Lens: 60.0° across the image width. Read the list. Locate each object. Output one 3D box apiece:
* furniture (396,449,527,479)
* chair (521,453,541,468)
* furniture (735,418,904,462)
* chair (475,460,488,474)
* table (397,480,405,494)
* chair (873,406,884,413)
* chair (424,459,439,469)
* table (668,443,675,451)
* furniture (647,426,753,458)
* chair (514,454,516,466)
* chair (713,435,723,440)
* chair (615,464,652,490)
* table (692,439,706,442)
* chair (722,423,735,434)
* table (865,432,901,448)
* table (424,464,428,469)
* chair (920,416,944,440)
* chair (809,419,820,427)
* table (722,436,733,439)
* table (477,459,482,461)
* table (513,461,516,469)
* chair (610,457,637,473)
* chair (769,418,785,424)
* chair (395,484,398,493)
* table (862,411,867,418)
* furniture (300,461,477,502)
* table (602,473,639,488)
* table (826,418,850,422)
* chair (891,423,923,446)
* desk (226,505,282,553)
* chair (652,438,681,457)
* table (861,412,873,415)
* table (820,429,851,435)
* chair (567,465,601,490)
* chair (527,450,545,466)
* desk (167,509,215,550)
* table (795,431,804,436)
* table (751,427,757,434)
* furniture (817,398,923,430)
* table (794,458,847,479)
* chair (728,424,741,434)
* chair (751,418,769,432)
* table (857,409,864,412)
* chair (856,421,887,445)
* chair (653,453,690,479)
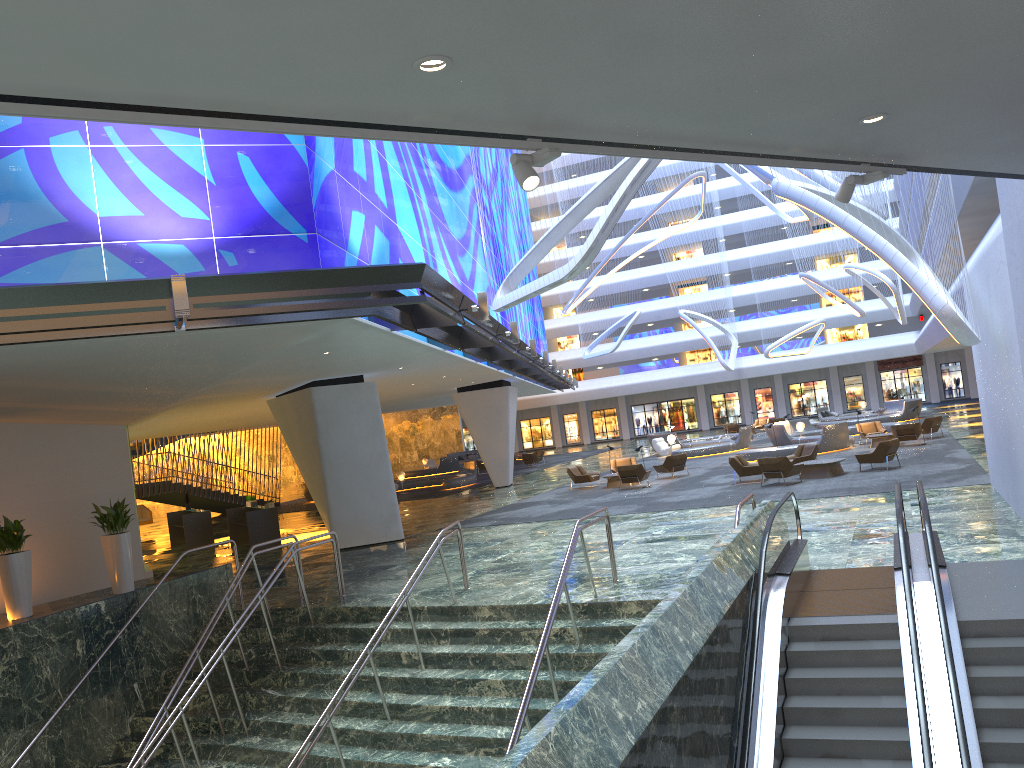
[{"bbox_3d":[-3.409,4.988,57.502,5.199,0.969,9.909,-10,-3,40],"label":"furniture"},{"bbox_3d":[1.010,4.099,47.646,0.931,0.766,0.938,-8,-2,21],"label":"chair"},{"bbox_3d":[11.703,1.983,35.015,5.199,0.969,9.909,-10,-3,40],"label":"furniture"},{"bbox_3d":[-1.500,4.441,47.794,0.938,0.766,0.930,-7,-2,-6],"label":"chair"},{"bbox_3d":[-4.881,4.599,39.616,0.428,0.595,0.417,-8,-1,22],"label":"table"},{"bbox_3d":[20.514,1.548,48.789,0.927,0.766,0.941,-6,-2,-33],"label":"chair"},{"bbox_3d":[-5.218,5.300,57.372,0.728,0.881,1.159,-7,-2,-23],"label":"chair"},{"bbox_3d":[7.343,3.013,40.630,0.418,0.595,0.428,-8,-1,-3],"label":"table"},{"bbox_3d":[8.858,2.688,42.450,5.191,0.969,9.923,-8,-3,15],"label":"furniture"},{"bbox_3d":[-0.234,4.383,50.314,0.929,0.766,0.939,-8,-2,-3],"label":"chair"},{"bbox_3d":[9.895,2.923,44.829,1.783,0.501,0.586,-7,-2,-13],"label":"chair"},{"bbox_3d":[3.731,2.841,27.323,0.931,0.766,0.937,-9,-2,29],"label":"chair"},{"bbox_3d":[9.432,3.022,44.602,0.675,0.406,0.670,-9,-3,43],"label":"table"},{"bbox_3d":[13.122,2.715,52.892,0.928,0.766,0.941,-7,-2,-23],"label":"chair"},{"bbox_3d":[12.963,1.946,30.832,1.205,0.392,1.202,-9,-3,23],"label":"table"},{"bbox_3d":[-5.527,5.428,56.493,0.418,0.595,0.427,-8,-1,22],"label":"table"},{"bbox_3d":[14.666,1.560,31.348,0.927,0.766,0.941,-6,-2,-33],"label":"chair"},{"bbox_3d":[16.744,2.196,49.062,0.490,0.501,0.588,-7,-2,-32],"label":"chair"},{"bbox_3d":[10.897,2.812,44.265,0.672,0.406,0.672,-7,-2,-15],"label":"table"},{"bbox_3d":[-1.968,5.187,59.210,0.670,0.406,0.675,-7,-2,-22],"label":"table"},{"bbox_3d":[-0.372,4.515,48.776,1.202,0.392,1.205,-7,-2,-12],"label":"table"},{"bbox_3d":[3.889,2.967,30.671,0.930,0.766,0.939,-8,-2,7],"label":"chair"},{"bbox_3d":[15.190,2.347,50.809,0.929,0.766,0.939,-8,-2,2],"label":"chair"},{"bbox_3d":[-5.768,4.606,39.944,1.155,0.881,0.730,-7,-2,-22],"label":"chair"},{"bbox_3d":[18.825,1.778,47.379,0.418,0.595,0.427,-8,-1,20],"label":"table"},{"bbox_3d":[-5.904,4.628,41.780,9.952,0.969,5.176,-10,-3,40],"label":"furniture"},{"bbox_3d":[3.591,3.106,28.797,1.205,0.392,1.202,-9,-3,24],"label":"table"},{"bbox_3d":[17.294,2.079,46.978,1.205,0.392,1.202,-9,-3,24],"label":"table"},{"bbox_3d":[13.103,1.680,29.358,0.931,0.766,0.937,-9,-2,29],"label":"chair"},{"bbox_3d":[-7.297,4.044,24.948,0.812,1.097,2.985,-7,-2,-28],"label":"desk"},{"bbox_3d":[7.253,2.940,41.565,1.160,0.881,0.727,-9,-2,42],"label":"chair"},{"bbox_3d":[20.231,1.840,50.468,0.672,0.406,0.673,-8,-2,20],"label":"table"},{"bbox_3d":[13.335,2.145,36.476,1.205,0.392,1.202,-9,-3,24],"label":"table"},{"bbox_3d":[2.412,3.126,29.812,0.941,0.766,0.928,-9,-2,32],"label":"chair"},{"bbox_3d":[1.308,4.145,49.588,0.937,0.766,0.932,-7,-2,-28],"label":"chair"},{"bbox_3d":[-10.051,4.530,27.658,0.812,1.097,2.985,-7,-2,-30],"label":"desk"},{"bbox_3d":[11.747,2.222,36.029,0.418,0.595,0.427,-8,-1,22],"label":"table"},{"bbox_3d":[13.511,2.778,51.390,1.201,0.392,1.206,-6,-3,-31],"label":"table"},{"bbox_3d":[19.282,1.546,48.096,5.193,0.969,9.920,-8,-3,20],"label":"furniture"},{"bbox_3d":[8.238,2.258,23.622,1.206,0.392,1.201,-10,-3,41],"label":"table"},{"bbox_3d":[12.778,2.637,50.089,0.937,0.766,0.931,-7,-2,-25],"label":"chair"},{"bbox_3d":[14.818,2.481,52.737,0.932,0.766,0.937,-9,-2,42],"label":"chair"},{"bbox_3d":[20.522,1.748,51.835,0.417,0.595,0.428,-7,-1,-23],"label":"table"},{"bbox_3d":[13.260,1.807,32.706,0.930,0.766,0.939,-8,-2,7],"label":"chair"},{"bbox_3d":[5.294,2.720,29.312,0.927,0.766,0.941,-6,-2,-33],"label":"chair"}]
